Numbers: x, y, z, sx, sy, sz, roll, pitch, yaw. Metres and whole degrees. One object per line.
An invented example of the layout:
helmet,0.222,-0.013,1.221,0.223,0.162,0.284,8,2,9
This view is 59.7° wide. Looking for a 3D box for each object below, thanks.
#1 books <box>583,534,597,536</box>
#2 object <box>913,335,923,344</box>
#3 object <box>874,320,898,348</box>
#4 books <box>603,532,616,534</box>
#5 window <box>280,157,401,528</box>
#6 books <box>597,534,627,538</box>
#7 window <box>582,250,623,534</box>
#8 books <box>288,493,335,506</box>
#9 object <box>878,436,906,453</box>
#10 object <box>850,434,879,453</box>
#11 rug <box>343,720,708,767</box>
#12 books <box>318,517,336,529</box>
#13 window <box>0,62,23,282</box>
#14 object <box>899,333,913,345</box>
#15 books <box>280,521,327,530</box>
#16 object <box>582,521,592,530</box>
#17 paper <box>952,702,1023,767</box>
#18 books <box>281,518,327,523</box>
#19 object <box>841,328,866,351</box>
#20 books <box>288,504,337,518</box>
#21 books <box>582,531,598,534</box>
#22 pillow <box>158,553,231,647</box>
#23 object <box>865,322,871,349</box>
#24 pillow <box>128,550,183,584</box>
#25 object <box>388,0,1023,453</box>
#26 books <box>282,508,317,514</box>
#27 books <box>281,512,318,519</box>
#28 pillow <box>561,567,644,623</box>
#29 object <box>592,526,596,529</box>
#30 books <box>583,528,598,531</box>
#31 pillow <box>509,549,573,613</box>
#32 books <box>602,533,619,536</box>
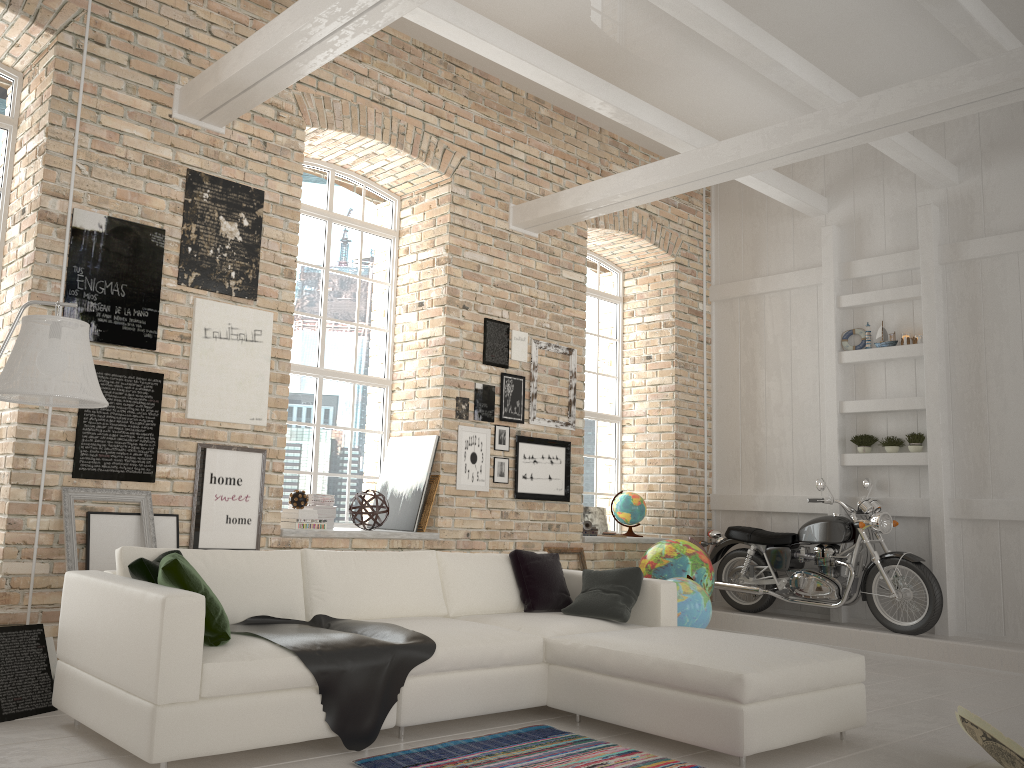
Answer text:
books,0.650,1.419,8.392,0.239,0.025,0.216,10,-11,-41
object,3.646,-0.390,7.977,0.108,0.088,0.106,2,-8,-1
object,3.425,-0.462,8.172,0.060,0.261,0.247,6,-9,-30
books,0.916,1.400,8.379,0.107,0.013,0.126,-1,-9,22
window,2.607,-0.782,2.871,1.337,2.988,12.210,9,-11,-43
books,0.935,1.430,8.373,0.213,0.022,0.188,10,-11,-42
window,4.811,-0.395,4.843,1.337,2.988,12.210,9,-11,-43
books,-1.509,0.871,6.736,0.242,0.085,0.287,-2,-9,27
object,3.426,0.546,8.031,0.239,0.158,0.216,-4,-10,39
object,3.242,0.550,8.197,0.240,0.180,0.242,0,-9,18
rug,0.723,1.510,3.001,1.316,0.008,2.862,11,-11,-44
books,-1.512,1.038,6.722,0.223,0.088,0.338,9,-10,-38
window,0.372,-0.843,0.833,1.337,3.654,12.210,9,-11,-43
object,3.563,-0.397,8.068,0.101,0.120,0.113,6,-9,-25
books,-1.486,1.002,6.312,0.233,0.048,0.258,-5,-11,43
object,0.673,1.335,8.441,0.094,0.090,0.479,3,-8,-4
paper,2.478,1.505,3.343,1.095,0.265,1.422,1,-8,11
books,-1.483,0.967,6.319,0.233,0.024,0.253,-5,-11,43
object,3.243,-0.416,8.437,0.250,0.229,0.066,-4,-10,38
books,-1.510,0.956,6.735,0.339,0.088,0.222,-5,-11,42
books,0.648,1.394,8.399,0.238,0.029,0.217,10,-11,-43
pillow,-1.333,0.893,3.734,0.294,0.343,0.432,5,-9,-19
object,3.325,-0.448,8.321,0.068,0.267,0.067,1,-8,1
pillow,-1.519,0.933,3.967,0.317,0.365,0.407,2,-8,3
object,2.290,-0.875,2.635,9.468,4.797,12.657,10,-11,-42
books,-1.508,0.900,6.322,0.187,0.030,0.172,-3,-10,36
books,-1.514,0.933,6.314,0.206,0.040,0.190,-3,-10,33
pillow,0.542,1.230,5.289,0.444,0.305,0.319,-4,-10,37
object,0.661,1.347,8.403,0.199,0.021,0.170,10,-11,-42
books,0.654,1.370,8.410,0.217,0.026,0.241,-5,-11,42
pillow,0.189,1.236,5.570,0.398,0.390,0.259,9,-11,-41
books,0.925,1.413,8.374,0.142,0.014,0.099,-2,-9,29
